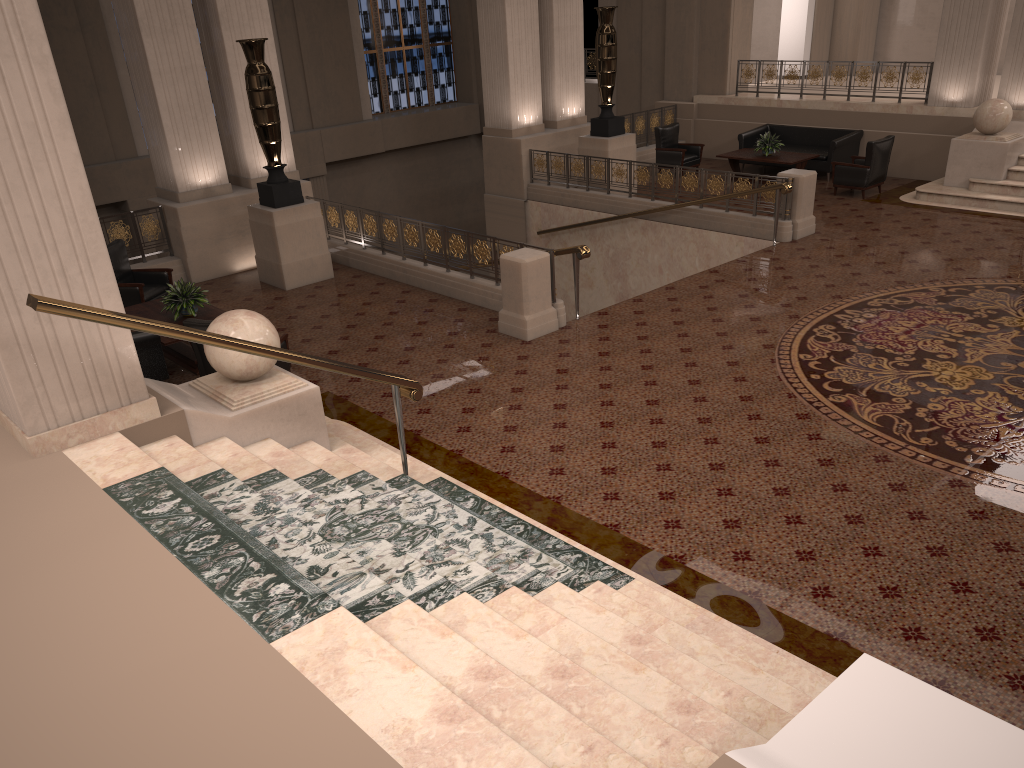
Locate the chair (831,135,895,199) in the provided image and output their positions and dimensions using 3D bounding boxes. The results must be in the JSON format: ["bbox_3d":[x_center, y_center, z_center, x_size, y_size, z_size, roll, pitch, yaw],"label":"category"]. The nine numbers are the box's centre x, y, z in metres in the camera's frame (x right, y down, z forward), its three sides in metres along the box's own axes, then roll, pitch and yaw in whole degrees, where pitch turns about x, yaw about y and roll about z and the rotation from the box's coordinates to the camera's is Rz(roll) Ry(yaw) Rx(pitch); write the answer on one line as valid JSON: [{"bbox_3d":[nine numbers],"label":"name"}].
[{"bbox_3d":[5.388,-3.354,13.561,0.633,0.885,0.700,-25,33,-36],"label":"chair"}]

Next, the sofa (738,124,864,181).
[{"bbox_3d":[4.958,-4.042,15.326,0.855,0.742,1.877,-25,32,-36],"label":"sofa"}]

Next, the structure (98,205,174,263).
[{"bbox_3d":[-5.434,-1.614,10.784,2.479,0.686,0.031,-22,33,-35],"label":"structure"}]

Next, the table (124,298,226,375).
[{"bbox_3d":[-3.406,-0.491,9.028,0.820,0.457,1.440,-24,31,-37],"label":"table"}]

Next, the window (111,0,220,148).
[{"bbox_3d":[-6.565,-7.581,17.208,2.921,5.621,0.067,-24,34,-34],"label":"window"}]

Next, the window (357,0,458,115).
[{"bbox_3d":[-2.656,-9.180,20.178,2.921,5.621,0.067,-24,34,-34],"label":"window"}]

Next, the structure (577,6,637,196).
[{"bbox_3d":[1.516,-4.447,14.087,0.684,2.925,0.683,-25,35,-35],"label":"structure"}]

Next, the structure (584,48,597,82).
[{"bbox_3d":[1.226,-7.100,19.616,0.030,0.701,2.105,-26,33,-36],"label":"structure"}]

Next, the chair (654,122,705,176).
[{"bbox_3d":[2.973,-4.180,15.764,0.703,0.885,0.630,20,35,39],"label":"chair"}]

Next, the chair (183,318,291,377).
[{"bbox_3d":[-2.393,-0.252,7.830,0.647,0.885,0.684,1,27,9],"label":"chair"}]

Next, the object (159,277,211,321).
[{"bbox_3d":[-3.279,-0.870,8.808,0.501,0.395,0.501,-7,26,-7],"label":"object"}]

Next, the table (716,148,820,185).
[{"bbox_3d":[4.287,-3.638,14.873,0.820,0.457,1.440,-24,31,-37],"label":"table"}]

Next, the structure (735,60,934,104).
[{"bbox_3d":[5.455,-5.275,15.315,0.031,0.656,3.607,-26,33,-36],"label":"structure"}]

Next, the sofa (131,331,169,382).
[{"bbox_3d":[-4.097,-0.338,8.448,0.855,0.742,1.877,-25,32,-36],"label":"sofa"}]

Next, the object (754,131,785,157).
[{"bbox_3d":[4.262,-4.008,14.656,0.501,0.395,0.501,-7,26,-7],"label":"object"}]

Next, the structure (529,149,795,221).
[{"bbox_3d":[1.954,-3.007,13.051,0.077,0.564,4.823,-27,33,-37],"label":"structure"}]

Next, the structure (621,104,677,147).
[{"bbox_3d":[2.300,-4.778,16.659,2.479,0.686,0.031,-22,33,-35],"label":"structure"}]

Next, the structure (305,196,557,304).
[{"bbox_3d":[-1.180,-1.725,10.670,0.077,0.564,4.818,-26,32,-36],"label":"structure"}]

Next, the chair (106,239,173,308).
[{"bbox_3d":[-4.381,-1.170,10.173,0.716,0.885,0.618,3,27,13],"label":"chair"}]

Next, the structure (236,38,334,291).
[{"bbox_3d":[-2.875,-2.651,10.752,0.684,2.925,0.683,-25,35,-35],"label":"structure"}]
